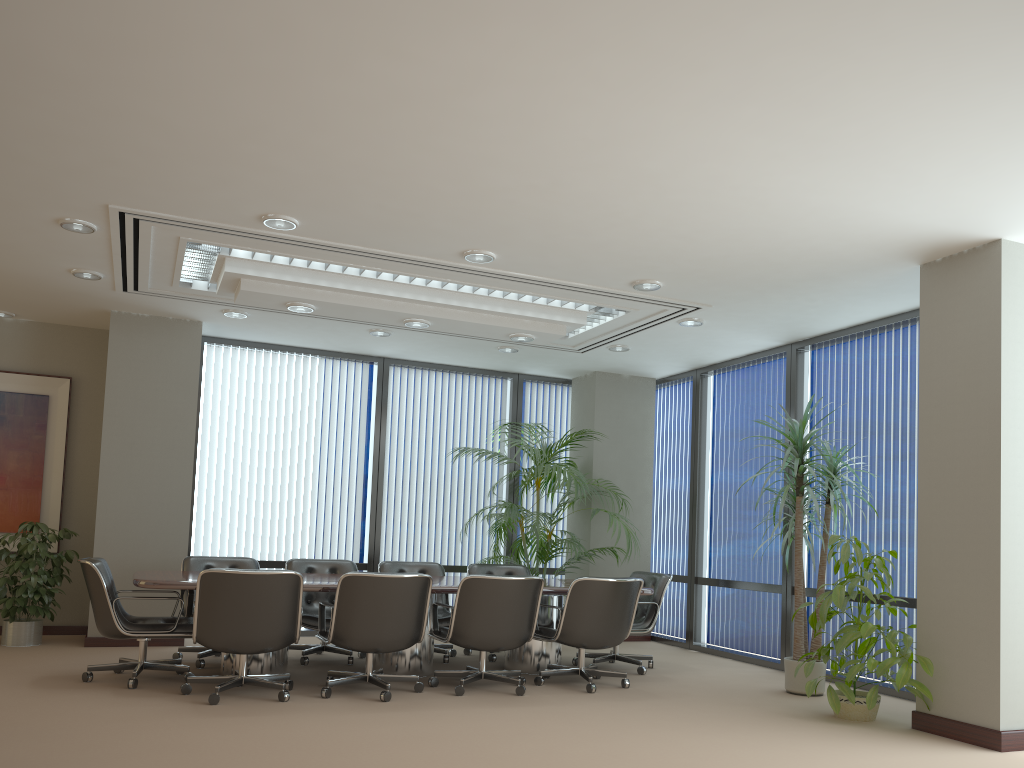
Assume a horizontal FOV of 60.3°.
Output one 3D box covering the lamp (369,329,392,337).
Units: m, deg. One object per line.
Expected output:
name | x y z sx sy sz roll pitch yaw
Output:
lamp | -1.265 -0.487 8.475 0.225 0.035 0.228 2 -10 1

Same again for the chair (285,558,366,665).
chair | -1.619 1.973 7.715 0.761 0.851 0.859 5 -7 -23

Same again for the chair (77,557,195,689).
chair | -2.671 1.687 6.313 0.855 0.851 0.764 5 -7 -23

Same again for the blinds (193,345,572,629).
blinds | -0.953 1.283 9.935 4.909 2.885 0.032 6 -5 -23

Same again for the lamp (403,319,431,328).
lamp | -0.782 -0.491 7.253 0.225 0.035 0.228 2 -10 1

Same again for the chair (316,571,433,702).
chair | -0.962 1.733 6.177 0.761 0.851 0.859 5 -7 -23

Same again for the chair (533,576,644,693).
chair | 0.560 1.914 6.866 0.737 0.851 0.858 6 -8 -28

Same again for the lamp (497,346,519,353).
lamp | -0.036 -0.347 8.996 0.225 0.035 0.228 2 -10 1

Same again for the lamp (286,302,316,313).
lamp | -1.650 -0.590 6.885 0.225 0.035 0.228 3 -10 -5

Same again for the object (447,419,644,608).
object | 0.307 1.540 9.482 2.166 2.457 2.110 3 -6 -2

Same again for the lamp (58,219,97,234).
lamp | -2.831 -1.023 5.748 0.225 0.035 0.227 6 -10 -19

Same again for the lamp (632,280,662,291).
lamp | 1.004 -0.727 6.564 0.225 0.035 0.228 2 -10 1

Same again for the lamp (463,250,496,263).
lamp | -0.225 -0.867 6.043 0.225 0.035 0.228 2 -10 1

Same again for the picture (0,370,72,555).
picture | -4.967 0.732 8.388 1.300 1.732 0.058 5 -5 -23

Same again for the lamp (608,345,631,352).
lamp | 1.060 -0.348 8.734 0.225 0.035 0.227 4 -10 -12

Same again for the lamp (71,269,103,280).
lamp | -3.314 -0.847 6.878 0.225 0.035 0.228 3 -10 -5

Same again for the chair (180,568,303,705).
chair | -1.788 1.647 5.875 0.755 0.851 0.864 5 -7 -19

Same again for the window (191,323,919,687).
window | 0.820 1.242 9.241 7.373 2.887 3.571 -1 -8 22

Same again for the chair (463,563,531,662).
chair | -0.044 2.144 8.337 0.760 0.851 0.860 4 -7 -18

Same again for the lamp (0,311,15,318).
lamp | -4.827 -0.656 8.328 0.225 0.035 0.227 4 -10 -12

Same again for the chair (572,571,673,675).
chair | 0.977 2.103 7.861 0.855 0.851 0.764 5 -7 -23

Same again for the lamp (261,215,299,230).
lamp | -1.453 -1.007 5.522 0.226 0.035 0.226 9 -12 -33

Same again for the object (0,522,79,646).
object | -4.354 1.780 7.911 0.736 1.084 0.806 1 -6 9

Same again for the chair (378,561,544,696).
chair | -0.511 1.942 7.277 0.761 0.849 2.549 5 -10 -23

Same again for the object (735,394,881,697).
object | 2.313 1.271 6.921 1.019 2.294 1.039 -2 -7 42

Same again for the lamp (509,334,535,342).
lamp | 0.086 -0.392 7.622 0.225 0.035 0.228 2 -10 1

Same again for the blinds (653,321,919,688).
blinds | 2.519 1.177 8.514 0.051 2.879 4.972 4 -8 -23

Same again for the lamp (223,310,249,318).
lamp | -2.493 -0.627 7.954 0.225 0.035 0.228 3 -10 -5

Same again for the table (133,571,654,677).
table | -0.872 1.952 7.108 4.081 0.743 1.520 6 -10 -23

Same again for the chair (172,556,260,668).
chair | -2.385 1.878 7.346 0.762 0.851 0.858 6 -8 -28

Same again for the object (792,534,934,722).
object | 2.370 1.676 5.935 0.981 1.301 0.863 -2 -7 38

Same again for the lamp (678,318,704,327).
lamp | 1.543 -0.524 7.604 0.226 0.035 0.226 9 -12 -33
